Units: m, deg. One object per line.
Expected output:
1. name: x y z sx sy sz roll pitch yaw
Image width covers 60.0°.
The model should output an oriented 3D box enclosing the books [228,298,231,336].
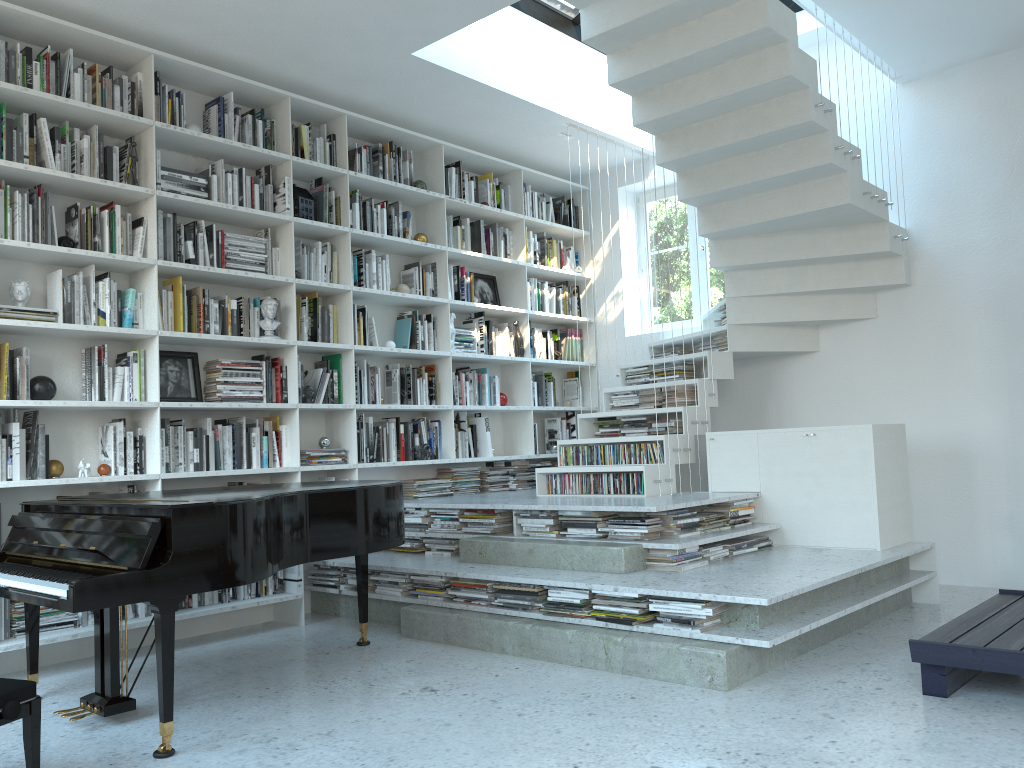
1. books: -1.654 -0.362 5.059 0.175 0.234 0.010 -6 -5 42

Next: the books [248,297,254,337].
1. books: -1.555 -0.369 5.183 0.126 0.259 0.024 -6 -5 42

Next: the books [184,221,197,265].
1. books: -1.798 -0.759 4.954 0.131 0.285 0.022 -6 -5 42

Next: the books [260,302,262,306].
1. books: -1.511 -0.358 5.254 0.103 0.241 0.021 -6 -5 42

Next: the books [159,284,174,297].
1. books: -1.883 -0.394 4.838 0.136 0.283 0.010 -6 -5 42

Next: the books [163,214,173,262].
1. books: -1.901 -0.768 4.841 0.151 0.295 0.029 -6 -5 42

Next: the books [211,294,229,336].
1. books: -1.666 -0.374 5.054 0.161 0.258 0.014 -6 -5 42

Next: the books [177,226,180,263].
1. books: -1.867 -0.736 4.868 0.147 0.233 0.014 -6 -5 42

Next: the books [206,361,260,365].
1. books: -1.603 -0.111 5.096 0.161 0.012 0.254 -6 -5 39

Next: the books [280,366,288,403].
1. books: -1.405 0.014 5.276 0.199 0.229 0.034 -6 -5 42

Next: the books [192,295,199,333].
1. books: -1.785 -0.367 4.925 0.137 0.236 0.025 -6 -5 42

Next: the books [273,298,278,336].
1. books: -1.449 -0.370 5.289 0.154 0.266 0.014 -6 -5 42

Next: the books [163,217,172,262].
1. books: -1.905 -0.755 4.808 0.185 0.265 0.025 -6 -5 42

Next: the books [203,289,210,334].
1. books: -1.744 -0.384 4.941 0.190 0.267 0.028 -6 -5 42

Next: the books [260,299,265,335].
1. books: -1.482 -0.367 5.259 0.130 0.259 0.025 -6 -5 42

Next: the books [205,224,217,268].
1. books: -1.727 -0.750 5.005 0.191 0.269 0.021 -6 -5 42

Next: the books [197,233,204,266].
1. books: -1.776 -0.724 4.964 0.148 0.216 0.024 -6 -5 42

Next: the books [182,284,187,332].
1. books: -1.829 -0.393 4.855 0.170 0.280 0.010 -6 -5 42

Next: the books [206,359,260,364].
1. books: -1.602 -0.124 5.095 0.254 0.012 0.161 2 -6 -44

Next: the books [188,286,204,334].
1. books: -1.768 -0.391 4.936 0.177 0.283 0.013 -6 -5 42

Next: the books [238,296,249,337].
1. books: -1.578 -0.371 5.142 0.150 0.258 0.025 -6 -5 42

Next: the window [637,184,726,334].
1. window: 1.483 -1.033 7.049 1.118 1.225 0.042 -6 -5 42

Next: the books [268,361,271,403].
1. books: -1.475 0.001 5.234 0.163 0.256 0.013 -6 -5 42

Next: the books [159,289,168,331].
1. books: -1.909 -0.377 4.797 0.139 0.248 0.026 -6 -5 42

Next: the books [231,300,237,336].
1. books: -1.633 -0.357 5.066 0.185 0.224 0.029 -6 -5 42

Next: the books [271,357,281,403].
1. books: -1.429 -0.010 5.268 0.186 0.279 0.011 -6 -5 42

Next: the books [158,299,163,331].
1. books: -1.929 -0.361 4.743 0.156 0.208 0.053 -6 -5 42

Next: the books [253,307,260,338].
1. books: -1.533 -0.340 5.201 0.149 0.201 0.035 -6 -5 42

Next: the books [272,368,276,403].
1. books: -1.451 0.022 5.266 0.132 0.217 0.021 -6 -5 42

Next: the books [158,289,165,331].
1. books: -1.926 -0.376 4.765 0.162 0.242 0.042 -6 -5 42

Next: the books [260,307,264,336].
1. books: -1.511 -0.341 5.231 0.145 0.205 0.012 -6 -5 42

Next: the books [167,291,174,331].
1. books: -1.886 -0.373 4.814 0.155 0.240 0.029 -6 -5 42

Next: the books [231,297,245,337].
1. books: -1.594 -0.367 5.098 0.186 0.245 0.012 -6 -5 42

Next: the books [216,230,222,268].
1. books: -1.703 -0.736 5.040 0.183 0.244 0.015 -6 -5 42

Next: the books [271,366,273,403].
1. books: -1.464 0.014 5.255 0.134 0.232 0.013 -6 -5 42

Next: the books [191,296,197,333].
1. books: -1.792 -0.364 4.906 0.169 0.227 0.012 -6 -5 42

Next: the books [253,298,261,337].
1. books: -1.525 -0.370 5.227 0.135 0.263 0.014 -6 -5 42

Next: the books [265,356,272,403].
1. books: -1.468 -0.015 5.244 0.152 0.288 0.011 -6 -5 42

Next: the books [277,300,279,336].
1. books: -1.441 -0.367 5.326 0.107 0.264 0.023 -6 -5 42

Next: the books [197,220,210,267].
1. books: -1.761 -0.761 4.989 0.162 0.291 0.049 -6 -5 42

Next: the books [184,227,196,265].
1. books: -1.817 -0.737 4.911 0.154 0.236 0.066 -6 -5 42

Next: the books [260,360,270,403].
1. books: -1.483 -0.003 5.210 0.184 0.260 0.011 -6 -5 42

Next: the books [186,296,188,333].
1. books: -1.833 -0.365 4.881 0.147 0.228 0.024 -6 -5 42

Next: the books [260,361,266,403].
1. books: -1.492 0.000 5.203 0.161 0.254 0.012 -6 -5 42

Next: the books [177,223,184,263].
1. books: -1.855 -0.744 4.876 0.173 0.250 0.014 -6 -5 42

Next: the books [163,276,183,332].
1. books: -1.844 -0.413 4.819 0.188 0.317 0.014 -6 -5 42

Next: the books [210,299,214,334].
1. books: -1.728 -0.356 4.976 0.175 0.216 0.024 -6 -5 42

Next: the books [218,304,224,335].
1. books: -1.693 -0.344 5.035 0.146 0.198 0.050 -6 -5 42

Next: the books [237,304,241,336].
1. books: -1.614 -0.345 5.088 0.178 0.200 0.029 -6 -5 42

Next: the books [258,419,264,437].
1. books: -1.490 0.352 5.195 0.132 0.283 0.010 -6 -5 42

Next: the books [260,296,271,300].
1. books: -1.474 -0.375 5.286 0.108 0.278 0.025 -6 -5 42

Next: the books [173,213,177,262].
1. books: -1.881 -0.770 4.850 0.179 0.300 0.011 -6 -5 42

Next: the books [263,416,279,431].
1. books: -1.424 0.345 5.257 0.149 0.300 0.011 -6 -5 42

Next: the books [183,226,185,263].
1. books: -1.847 -0.739 4.886 0.147 0.239 0.011 -6 -5 42

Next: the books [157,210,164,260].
1. books: -1.937 -0.771 4.784 0.179 0.297 0.026 -6 -5 42

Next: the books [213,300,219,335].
1. books: -1.711 -0.354 4.997 0.168 0.214 0.030 -6 -5 42

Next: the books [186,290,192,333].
1. books: -1.821 -0.379 4.905 0.134 0.259 0.028 -6 -5 42

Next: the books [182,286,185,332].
1. books: -1.833 -0.388 4.828 0.189 0.266 0.015 -6 -5 42
